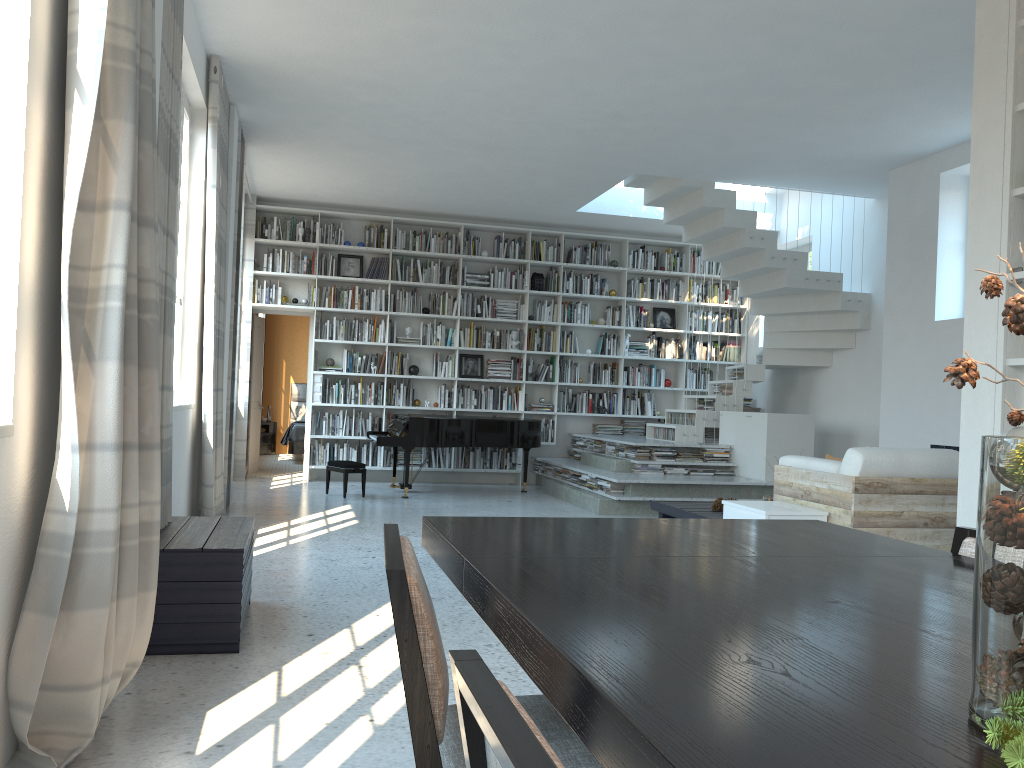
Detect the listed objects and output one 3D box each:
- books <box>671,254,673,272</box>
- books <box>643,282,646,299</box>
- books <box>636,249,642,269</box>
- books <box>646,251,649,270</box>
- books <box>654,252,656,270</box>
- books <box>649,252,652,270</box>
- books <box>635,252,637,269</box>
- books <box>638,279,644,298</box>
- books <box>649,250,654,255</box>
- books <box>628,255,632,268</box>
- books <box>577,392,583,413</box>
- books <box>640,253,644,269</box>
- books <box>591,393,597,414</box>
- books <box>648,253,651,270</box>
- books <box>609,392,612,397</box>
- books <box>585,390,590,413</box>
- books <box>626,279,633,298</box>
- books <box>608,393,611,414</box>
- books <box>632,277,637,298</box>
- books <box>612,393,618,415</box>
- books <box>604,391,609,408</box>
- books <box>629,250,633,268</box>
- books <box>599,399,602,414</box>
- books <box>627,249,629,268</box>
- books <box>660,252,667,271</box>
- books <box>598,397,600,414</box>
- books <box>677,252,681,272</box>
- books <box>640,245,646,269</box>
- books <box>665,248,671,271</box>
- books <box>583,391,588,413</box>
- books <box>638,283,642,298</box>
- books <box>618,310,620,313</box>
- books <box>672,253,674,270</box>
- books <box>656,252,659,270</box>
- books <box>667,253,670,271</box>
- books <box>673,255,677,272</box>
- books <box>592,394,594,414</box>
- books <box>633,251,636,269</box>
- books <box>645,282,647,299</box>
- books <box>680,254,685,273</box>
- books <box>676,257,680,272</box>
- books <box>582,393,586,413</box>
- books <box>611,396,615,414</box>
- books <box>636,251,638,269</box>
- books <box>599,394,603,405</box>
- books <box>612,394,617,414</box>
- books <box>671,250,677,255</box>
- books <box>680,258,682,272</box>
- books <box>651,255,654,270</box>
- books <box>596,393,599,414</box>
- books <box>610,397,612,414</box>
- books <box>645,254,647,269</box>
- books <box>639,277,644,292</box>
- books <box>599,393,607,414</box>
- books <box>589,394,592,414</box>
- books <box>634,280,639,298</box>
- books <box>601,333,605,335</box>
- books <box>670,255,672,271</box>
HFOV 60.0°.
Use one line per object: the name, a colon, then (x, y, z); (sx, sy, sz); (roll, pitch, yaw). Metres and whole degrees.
books: (2.030, -1.543, 11.427); (0.031, 0.248, 0.164); (2, -1, -14)
books: (1.667, -1.180, 11.346); (0.030, 0.224, 0.158); (2, -1, -14)
books: (1.608, -1.577, 11.327); (0.048, 0.278, 0.150); (2, -1, -14)
books: (1.711, -1.564, 11.347); (0.014, 0.262, 0.168); (2, -1, -14)
books: (1.813, -1.555, 11.391); (0.012, 0.254, 0.161); (2, -1, -14)
books: (1.747, -1.558, 11.365); (0.021, 0.254, 0.151); (2, -1, -14)
books: (1.545, -1.556, 11.312); (0.024, 0.231, 0.168); (2, -1, -14)
books: (1.632, -1.200, 11.329); (0.026, 0.261, 0.167); (2, -1, -14)
books: (1.783, -1.569, 11.387); (0.012, 0.279, 0.153); (2, -1, -14)
books: (1.475, -1.535, 11.280); (0.022, 0.182, 0.190); (2, -1, -14)
books: (0.852, 0.231, 11.157); (0.014, 0.268, 0.171); (2, -1, -14)
books: (1.644, -1.552, 11.338); (0.030, 0.231, 0.148); (2, -1, -14)
books: (1.030, 0.242, 11.193); (0.026, 0.262, 0.173); (2, -1, -14)
books: (1.727, -1.551, 11.352); (0.022, 0.236, 0.172); (2, -1, -14)
books: (1.237, 0.242, 11.266); (0.012, 0.282, 0.143); (2, -1, -14)
books: (0.940, 0.223, 11.163); (0.012, 0.293, 0.175); (2, -1, -14)
books: (1.498, -1.202, 11.309); (0.012, 0.254, 0.161); (2, -1, -14)
books: (1.211, 0.249, 11.246); (0.021, 0.264, 0.150); (2, -1, -14)
books: (1.542, -1.214, 11.317); (0.051, 0.282, 0.166); (2, -1, -14)
books: (1.310, 0.250, 11.259); (0.025, 0.272, 0.171); (2, -1, -14)
books: (1.195, 0.234, 11.241); (0.013, 0.294, 0.134); (2, -1, -14)
books: (1.497, -1.568, 11.297); (0.025, 0.250, 0.178); (2, -1, -14)
books: (1.099, 0.286, 11.212); (0.025, 0.181, 0.169); (2, -1, -14)
books: (1.452, -1.577, 11.303); (0.014, 0.264, 0.140); (2, -1, -14)
books: (1.948, -1.551, 11.399); (0.019, 0.256, 0.169); (2, -1, -14)
books: (1.076, 0.270, 11.213); (0.022, 0.211, 0.135); (2, -1, -14)
books: (2.134, -1.553, 11.470); (0.025, 0.279, 0.136); (2, -1, -14)
books: (1.670, -1.601, 11.333); (0.014, 0.332, 0.180); (2, -1, -14)
books: (2.007, -1.580, 11.422); (0.007, 0.321, 0.165); (2, -1, -14)
books: (0.923, 0.226, 11.182); (0.012, 0.285, 0.159); (2, -1, -14)
books: (1.606, -1.174, 11.318); (0.025, 0.207, 0.175); (2, -1, -14)
books: (1.332, -0.826, 11.273); (0.013, 0.221, 0.155); (2, -1, -14)
books: (2.050, -1.546, 11.447); (0.017, 0.257, 0.146); (2, -1, -14)
books: (1.836, -1.556, 11.384); (0.030, 0.257, 0.165); (2, -1, -14)
books: (1.978, -1.547, 11.416); (0.016, 0.252, 0.189); (2, -1, -14)
books: (2.072, -1.534, 11.430); (0.018, 0.235, 0.186); (2, -1, -14)
books: (1.004, 0.251, 11.203); (0.021, 0.242, 0.131); (2, -1, -14)
books: (1.523, -1.563, 11.298); (0.026, 0.242, 0.184); (2, -1, -14)
books: (1.690, -1.184, 11.366); (0.024, 0.236, 0.146); (2, -1, -14)
books: (2.193, -1.543, 11.467); (0.026, 0.263, 0.163); (2, -1, -14)
books: (2.111, -1.520, 11.446); (0.029, 0.210, 0.169); (2, -1, -14)
books: (0.885, 0.240, 11.154); (0.025, 0.252, 0.181); (2, -1, -14)
books: (1.261, 0.270, 11.240); (0.025, 0.228, 0.175); (2, -1, -14)
books: (1.567, -1.564, 11.335); (0.027, 0.249, 0.140); (2, -1, -14)
books: (1.118, 0.253, 11.219); (0.012, 0.249, 0.164); (2, -1, -14)
books: (1.285, 0.256, 11.252); (0.026, 0.258, 0.156); (2, -1, -14)
books: (2.086, -1.565, 11.454); (0.020, 0.299, 0.131); (2, -1, -14)
books: (2.159, -1.518, 11.481); (0.031, 0.211, 0.131); (2, -1, -14)
books: (1.771, -1.532, 11.357); (0.024, 0.202, 0.190); (2, -1, -14)
books: (1.054, 0.243, 11.206); (0.026, 0.263, 0.169); (2, -1, -14)
books: (1.229, 0.272, 11.238); (0.013, 0.220, 0.168); (2, -1, -14)
books: (1.684, -1.544, 11.361); (0.030, 0.220, 0.133); (2, -1, -14)
books: (1.648, -1.217, 11.341); (0.011, 0.296, 0.162); (2, -1, -14)
books: (1.157, 0.246, 11.222); (0.070, 0.266, 0.186); (2, -1, -14)
books: (0.959, 0.248, 11.171); (0.031, 0.244, 0.184); (2, -1, -14)
books: (1.577, -1.197, 11.335); (0.026, 0.250, 0.130); (2, -1, -14)
books: (1.150, -0.500, 11.239); (0.016, 0.290, 0.135); (2, -1, -14)
books: (2.014, -1.532, 11.415); (0.007, 0.226, 0.170); (2, -1, -14)
